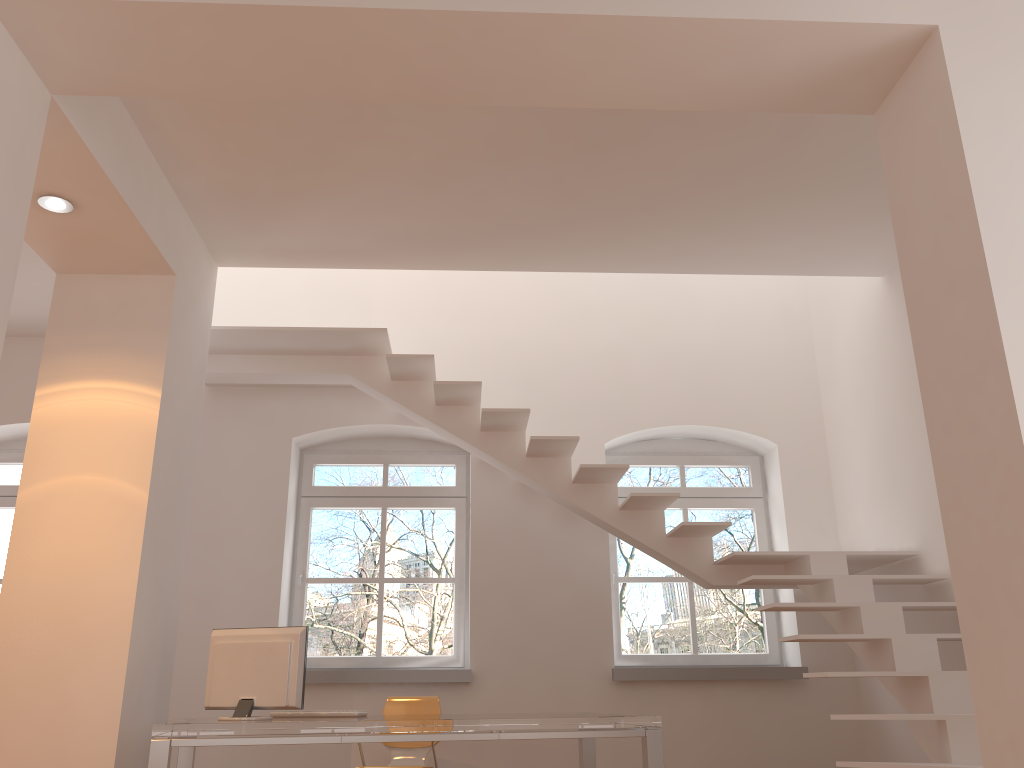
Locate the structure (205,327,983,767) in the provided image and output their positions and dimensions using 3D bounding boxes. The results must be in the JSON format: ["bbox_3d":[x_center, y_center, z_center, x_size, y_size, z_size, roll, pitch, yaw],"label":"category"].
[{"bbox_3d":[0.152,0.895,4.566,4.630,3.042,3.450,0,-19,-3],"label":"structure"}]

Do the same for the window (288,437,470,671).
[{"bbox_3d":[-0.966,1.233,6.586,1.308,1.737,0.142,0,-19,-3],"label":"window"}]

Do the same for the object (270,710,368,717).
[{"bbox_3d":[-0.989,1.690,4.550,0.467,0.031,0.200,-3,-19,7],"label":"object"}]

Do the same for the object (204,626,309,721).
[{"bbox_3d":[-1.252,1.367,4.201,0.516,0.418,0.245,-10,-21,25],"label":"object"}]

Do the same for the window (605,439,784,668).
[{"bbox_3d":[1.324,1.252,6.704,1.308,1.737,0.142,0,-19,-3],"label":"window"}]

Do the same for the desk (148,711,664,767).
[{"bbox_3d":[-0.512,2.006,4.282,2.239,0.750,1.092,4,-20,-12],"label":"desk"}]

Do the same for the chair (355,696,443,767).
[{"bbox_3d":[-0.654,2.270,5.189,0.495,0.829,0.464,-4,-19,11],"label":"chair"}]

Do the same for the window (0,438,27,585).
[{"bbox_3d":[-3.370,1.212,6.463,1.308,1.737,0.142,0,-19,-3],"label":"window"}]
